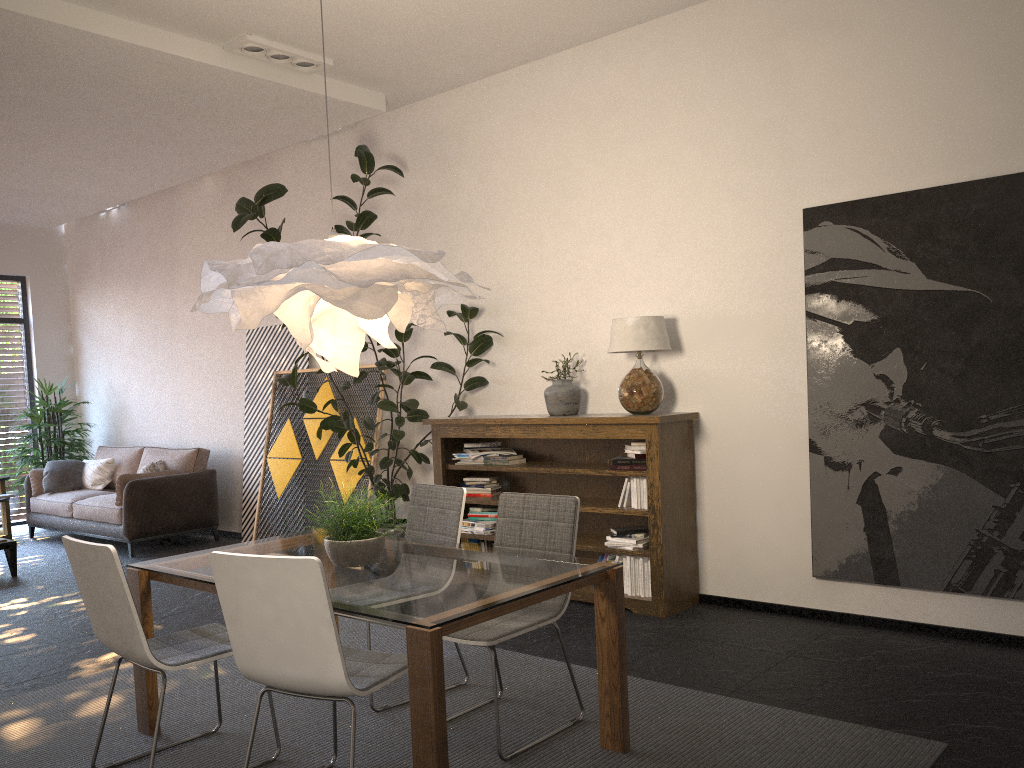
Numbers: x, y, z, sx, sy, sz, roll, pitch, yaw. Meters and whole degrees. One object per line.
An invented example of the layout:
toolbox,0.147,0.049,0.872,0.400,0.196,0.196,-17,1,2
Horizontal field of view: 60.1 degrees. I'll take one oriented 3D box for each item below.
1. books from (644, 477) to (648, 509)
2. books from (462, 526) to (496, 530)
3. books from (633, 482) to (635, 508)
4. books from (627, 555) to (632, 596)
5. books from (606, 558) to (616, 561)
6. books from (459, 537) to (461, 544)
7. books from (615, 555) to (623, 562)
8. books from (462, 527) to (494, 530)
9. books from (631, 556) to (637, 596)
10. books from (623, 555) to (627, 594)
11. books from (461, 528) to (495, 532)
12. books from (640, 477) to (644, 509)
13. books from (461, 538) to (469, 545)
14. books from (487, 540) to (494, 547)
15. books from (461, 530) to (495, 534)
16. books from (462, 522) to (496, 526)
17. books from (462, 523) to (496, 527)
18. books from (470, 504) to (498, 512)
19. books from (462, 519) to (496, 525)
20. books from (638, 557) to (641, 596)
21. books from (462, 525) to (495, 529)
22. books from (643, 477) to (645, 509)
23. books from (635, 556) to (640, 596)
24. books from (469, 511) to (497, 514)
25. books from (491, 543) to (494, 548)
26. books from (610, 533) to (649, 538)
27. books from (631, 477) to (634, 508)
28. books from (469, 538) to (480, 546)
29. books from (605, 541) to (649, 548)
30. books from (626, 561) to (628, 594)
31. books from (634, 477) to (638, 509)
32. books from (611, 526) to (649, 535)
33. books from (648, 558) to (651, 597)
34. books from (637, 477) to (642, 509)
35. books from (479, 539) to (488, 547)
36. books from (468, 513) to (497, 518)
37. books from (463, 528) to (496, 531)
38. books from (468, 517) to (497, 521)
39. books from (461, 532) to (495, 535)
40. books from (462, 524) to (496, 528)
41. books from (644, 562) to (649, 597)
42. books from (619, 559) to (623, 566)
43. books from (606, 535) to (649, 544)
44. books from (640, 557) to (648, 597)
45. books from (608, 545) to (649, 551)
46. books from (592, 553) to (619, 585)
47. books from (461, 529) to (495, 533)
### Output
books,0.832,0.644,5.279,0.015,0.189,0.135,0,3,40
books,-0.212,0.987,6.188,0.305,0.006,0.218,-3,0,45
books,0.771,0.662,5.334,0.016,0.159,0.120,0,3,40
books,0.757,1.147,5.376,0.024,0.244,0.175,0,3,40
books,0.627,1.185,5.547,0.147,0.184,0.146,-1,3,44
books,-0.325,1.196,6.414,0.084,0.241,0.171,0,3,40
books,0.671,1.154,5.462,0.100,0.235,0.174,0,3,40
books,-0.218,0.993,6.194,0.218,0.008,0.288,-3,0,-44
books,0.780,1.146,5.369,0.019,0.244,0.174,0,3,40
books,0.740,1.148,5.431,0.024,0.244,0.175,0,3,40
books,-0.223,1.004,6.190,0.305,0.013,0.218,-3,0,45
books,0.816,0.645,5.311,0.015,0.189,0.135,0,3,40
books,-0.272,1.198,6.370,0.100,0.235,0.171,0,3,40
books,-0.099,1.187,6.222,0.055,0.241,0.171,0,3,40
books,-0.221,1.020,6.192,0.305,0.007,0.218,-3,0,45
books,-0.212,0.960,6.188,0.305,0.008,0.218,-3,0,45
books,-0.215,0.968,6.186,0.305,0.008,0.218,-3,0,44
books,-0.147,0.873,6.234,0.246,0.028,0.193,-3,0,20
books,-0.212,0.952,6.186,0.305,0.013,0.218,-3,0,45
books,0.825,1.144,5.359,0.024,0.244,0.175,0,3,40
books,-0.217,0.982,6.188,0.288,0.008,0.218,-3,0,44
books,0.831,0.645,5.303,0.018,0.189,0.135,0,3,40
books,0.806,1.145,5.369,0.019,0.244,0.174,0,3,40
books,-0.146,0.894,6.234,0.255,0.014,0.192,-3,0,28
books,-0.059,1.194,6.188,0.083,0.225,0.171,0,3,40
books,0.719,0.914,5.400,0.205,0.022,0.154,-3,0,20
books,0.765,0.648,5.359,0.018,0.189,0.135,0,3,40
books,-0.210,1.195,6.317,0.108,0.236,0.171,0,3,40
books,0.710,0.960,5.366,0.244,0.019,0.174,-3,0,30
books,0.748,1.167,5.399,0.020,0.206,0.154,0,3,40
books,0.778,0.647,5.316,0.018,0.189,0.135,0,3,40
books,0.724,0.891,5.397,0.221,0.023,0.147,-3,0,-8
books,0.876,1.142,5.316,0.024,0.244,0.175,0,3,40
books,0.795,0.646,5.310,0.015,0.189,0.135,0,3,40
books,-0.146,1.191,6.256,0.099,0.242,0.167,0,3,40
books,-0.160,0.913,6.225,0.249,0.023,0.175,-3,0,26
books,-0.218,0.999,6.194,0.218,0.008,0.288,-3,0,-44
books,-0.159,0.937,6.227,0.249,0.023,0.175,-3,0,21
books,-0.220,1.027,6.192,0.305,0.008,0.218,-3,0,40
books,-0.216,0.975,6.184,0.305,0.008,0.218,-3,0,44
books,0.846,1.162,5.316,0.020,0.206,0.154,0,3,40
books,0.692,1.170,5.447,0.072,0.204,0.154,0,3,40
books,0.722,0.938,5.382,0.174,0.024,0.243,-3,0,-40
books,0.827,1.144,5.328,0.019,0.244,0.174,0,3,40
books,0.707,0.980,5.372,0.154,0.020,0.205,-3,0,-40
books,0.603,1.161,5.626,0.165,0.228,0.171,-1,3,40
books,-0.220,1.012,6.191,0.305,0.008,0.218,-3,0,45
